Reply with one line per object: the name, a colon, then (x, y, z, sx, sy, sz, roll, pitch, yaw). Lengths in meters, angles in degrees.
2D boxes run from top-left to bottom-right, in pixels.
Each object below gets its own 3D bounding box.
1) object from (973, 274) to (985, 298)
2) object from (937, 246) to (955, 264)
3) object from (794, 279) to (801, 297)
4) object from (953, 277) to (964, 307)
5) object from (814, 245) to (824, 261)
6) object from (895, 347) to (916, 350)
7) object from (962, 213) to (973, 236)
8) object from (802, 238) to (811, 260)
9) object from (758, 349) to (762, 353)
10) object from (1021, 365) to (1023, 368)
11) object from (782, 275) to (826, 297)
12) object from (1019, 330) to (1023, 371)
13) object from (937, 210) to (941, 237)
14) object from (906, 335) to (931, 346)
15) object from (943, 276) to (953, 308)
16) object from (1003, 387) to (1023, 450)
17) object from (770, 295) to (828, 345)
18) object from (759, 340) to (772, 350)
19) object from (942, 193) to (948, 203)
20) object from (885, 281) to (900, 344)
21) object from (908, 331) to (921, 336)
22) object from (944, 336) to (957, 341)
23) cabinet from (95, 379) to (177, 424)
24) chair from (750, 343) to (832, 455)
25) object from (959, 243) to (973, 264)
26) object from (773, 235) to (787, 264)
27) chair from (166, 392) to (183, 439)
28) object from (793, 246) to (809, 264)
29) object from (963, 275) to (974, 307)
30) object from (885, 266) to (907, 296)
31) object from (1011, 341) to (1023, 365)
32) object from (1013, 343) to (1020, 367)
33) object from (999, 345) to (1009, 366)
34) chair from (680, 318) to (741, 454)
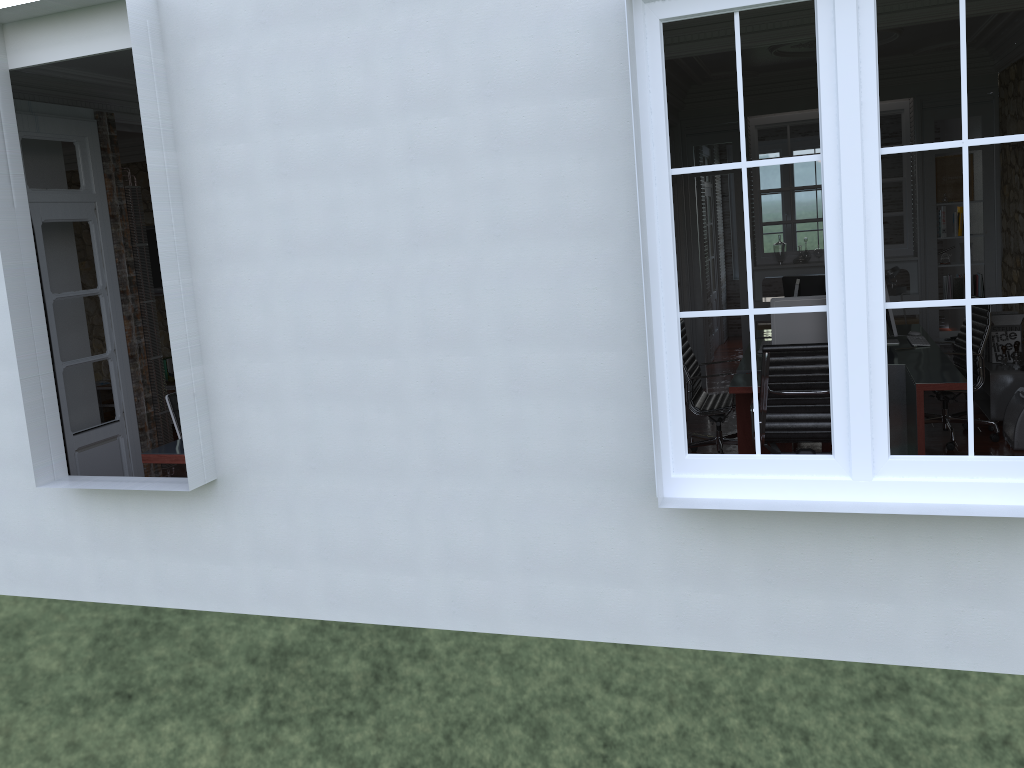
object: (4.339, -0.872, 8.226, 0.078, 0.276, 0.241, -2, 9, 23)
object: (4.025, -1.202, 8.248, 0.093, 0.160, 0.178, -12, 11, -42)
object: (2.138, -0.527, 6.624, 0.189, 0.482, 0.488, -2, 9, 19)
object: (4.184, -0.873, 8.303, 0.078, 0.276, 0.247, -1, 9, 24)
object: (3.031, -1.280, 8.752, 0.094, 0.186, 0.095, -6, 8, -6)
object: (2.723, -0.247, 6.124, 0.149, 0.011, 0.011, -6, 9, -5)
object: (4.226, -1.508, 8.219, 0.078, 0.247, 0.116, -2, 8, 19)
object: (2.905, -1.311, 8.742, 0.088, 0.269, 0.088, -3, 8, 14)
object: (1.844, -0.239, 6.444, 0.106, 0.028, 0.059, -1, 10, 18)
object: (3.790, -0.265, 6.499, 0.095, 0.287, 0.095, -8, 8, -21)
object: (2.396, -0.625, 7.060, 0.484, 0.482, 0.191, 4, 11, 44)
object: (3.727, -0.244, 6.411, 0.095, 0.287, 0.095, -3, 8, 15)
object: (3.973, -1.502, 8.307, 0.078, 0.247, 0.116, -2, 8, 19)
object: (2.927, -0.313, 6.382, 0.118, 0.017, 0.442, -1, 11, 19)
object: (4.095, -0.868, 8.321, 0.078, 0.276, 0.241, -1, 9, 27)
object: (3.636, 0.226, 6.139, 0.362, 0.384, 0.403, -2, 9, 19)
object: (1.873, -0.308, 5.522, 0.483, 0.482, 0.191, -2, 8, 19)
object: (1.956, -0.296, 6.750, 0.118, 0.017, 0.442, -1, 11, 19)
object: (3.978, -1.706, 8.135, 0.056, 0.089, 0.056, -2, 8, 22)
object: (2.707, -0.543, 6.452, 0.189, 0.482, 0.488, -2, 9, 19)
object: (3.039, -0.383, 6.686, 0.059, 0.028, 0.107, -8, 10, -19)
object: (4.275, -0.434, 8.373, 0.238, 0.040, 0.295, -9, 11, -24)
cabinet: (-3.881, 0.229, 9.281, 1.422, 0.507, 0.492, -1, 9, 19)
chair: (1.706, 0.226, 5.230, 0.665, 1.016, 0.704, -1, 9, 23)
object: (4.213, -1.214, 8.210, 0.063, 0.187, 0.127, -6, 8, -8)
object: (2.660, -1.321, 8.784, 0.129, 0.313, 0.130, 2, 10, 44)
chair: (-1.823, 0.476, 5.767, 0.601, 0.913, 0.479, -2, 8, 19)
object: (2.819, -1.251, 8.653, 0.148, 0.199, 0.149, -4, 8, 2)
object: (4.250, -0.867, 8.241, 0.078, 0.276, 0.241, -1, 9, 25)
object: (3.620, -0.984, 8.423, 0.189, 0.270, 0.167, -10, 10, -35)
object: (3.802, -0.238, 6.662, 0.048, 0.174, 0.088, -6, 8, -6)
object: (3.744, -0.218, 6.575, 0.048, 0.174, 0.088, -1, 9, 30)
object: (3.692, -0.214, 6.644, 0.048, 0.152, 0.088, -3, 8, 14)
chair: (1.482, 0.052, 6.315, 0.698, 1.016, 0.671, -3, 8, 14)
